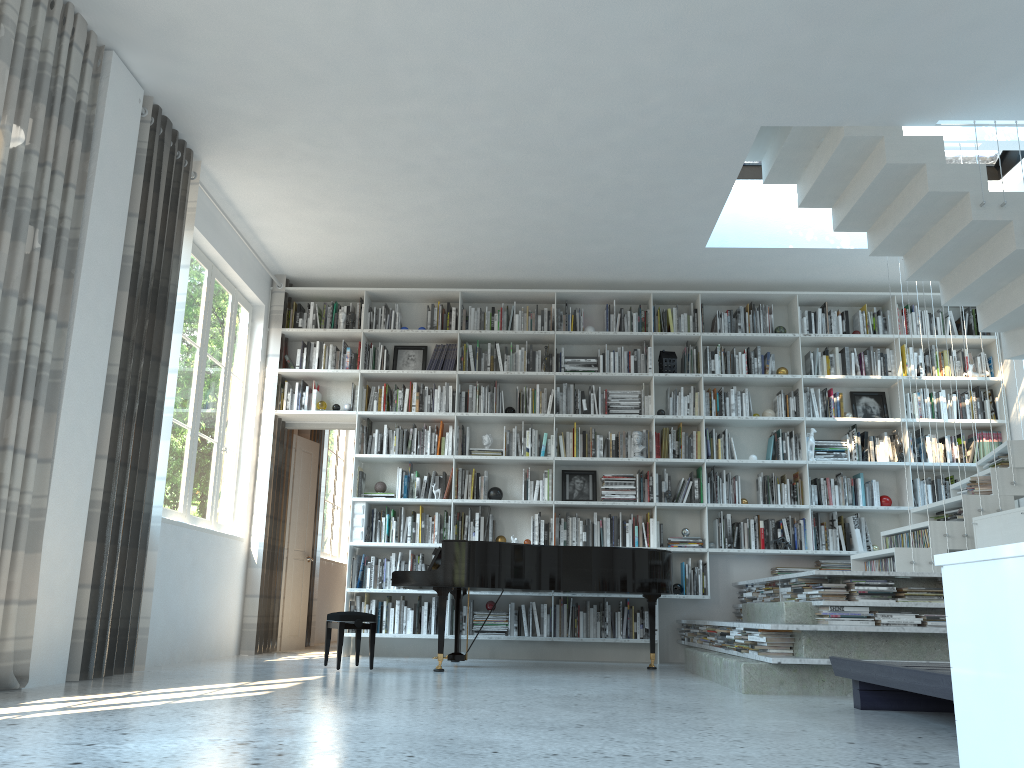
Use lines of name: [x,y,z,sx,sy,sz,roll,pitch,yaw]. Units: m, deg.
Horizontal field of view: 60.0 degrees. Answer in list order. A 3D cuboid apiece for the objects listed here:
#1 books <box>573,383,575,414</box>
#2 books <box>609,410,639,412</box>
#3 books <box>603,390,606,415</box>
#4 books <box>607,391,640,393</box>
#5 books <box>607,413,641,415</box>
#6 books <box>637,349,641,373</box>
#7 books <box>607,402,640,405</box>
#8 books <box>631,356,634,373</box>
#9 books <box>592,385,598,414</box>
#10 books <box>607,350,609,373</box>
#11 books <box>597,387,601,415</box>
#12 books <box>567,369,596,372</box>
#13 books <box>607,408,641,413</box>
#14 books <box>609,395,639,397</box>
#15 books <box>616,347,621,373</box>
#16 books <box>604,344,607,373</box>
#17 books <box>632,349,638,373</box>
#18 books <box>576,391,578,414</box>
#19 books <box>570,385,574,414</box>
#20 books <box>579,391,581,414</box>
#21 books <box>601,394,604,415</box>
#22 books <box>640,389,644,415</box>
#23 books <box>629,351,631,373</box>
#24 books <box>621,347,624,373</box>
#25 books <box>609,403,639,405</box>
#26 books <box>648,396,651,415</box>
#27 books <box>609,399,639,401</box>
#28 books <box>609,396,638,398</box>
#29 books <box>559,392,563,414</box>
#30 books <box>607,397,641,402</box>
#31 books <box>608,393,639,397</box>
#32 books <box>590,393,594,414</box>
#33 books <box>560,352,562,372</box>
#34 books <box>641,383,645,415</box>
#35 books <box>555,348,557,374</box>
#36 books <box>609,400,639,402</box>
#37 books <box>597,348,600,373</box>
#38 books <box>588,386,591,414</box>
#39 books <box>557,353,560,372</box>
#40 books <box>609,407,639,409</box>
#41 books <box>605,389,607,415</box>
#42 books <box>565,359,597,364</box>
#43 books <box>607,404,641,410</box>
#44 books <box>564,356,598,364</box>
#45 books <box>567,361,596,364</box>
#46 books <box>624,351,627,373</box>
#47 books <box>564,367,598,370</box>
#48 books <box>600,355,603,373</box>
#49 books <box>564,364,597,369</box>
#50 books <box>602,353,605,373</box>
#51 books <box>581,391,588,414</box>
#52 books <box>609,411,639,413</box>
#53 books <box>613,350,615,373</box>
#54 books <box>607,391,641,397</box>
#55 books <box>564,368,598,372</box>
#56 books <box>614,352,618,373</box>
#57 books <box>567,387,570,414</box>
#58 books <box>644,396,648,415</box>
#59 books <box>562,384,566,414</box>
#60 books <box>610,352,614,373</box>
books: [0.539,0.162,7.732,0.011,0.299,0.180,1,-14,2]
books: [0.969,0.249,7.706,0.254,0.012,0.161,1,-14,1]
books: [0.800,0.191,7.713,0.015,0.244,0.183,1,-14,2]
books: [0.972,0.083,7.745,0.285,0.012,0.160,0,-14,4]
books: [0.969,0.273,7.701,0.285,0.012,0.160,0,-14,3]
books: [1.109,-0.166,7.801,0.029,0.260,0.133,1,-14,2]
books: [0.970,0.178,7.719,0.285,0.012,0.160,0,-14,5]
books: [1.048,-0.135,7.780,0.029,0.188,0.176,1,-14,2]
books: [0.723,0.170,7.728,0.049,0.290,0.162,1,-14,2]
books: [0.837,-0.160,7.799,0.021,0.237,0.172,1,-14,2]
books: [0.758,0.177,7.711,0.021,0.268,0.192,1,-14,2]
books: [0.603,-0.099,7.798,0.254,0.012,0.161,1,-14,-1]
books: [0.969,0.237,7.705,0.285,0.012,0.160,1,-14,-1]
books: [0.971,0.118,7.736,0.254,0.012,0.161,0,-14,4]
books: [0.941,-0.171,7.820,0.029,0.273,0.141,1,-14,2]
books: [0.821,-0.186,7.790,0.011,0.283,0.190,1,-14,2]
books: [1.078,-0.164,7.785,0.032,0.247,0.174,1,-14,2]
books: [0.562,0.196,7.726,0.014,0.232,0.147,1,-14,2]
books: [0.520,0.166,7.740,0.029,0.294,0.151,1,-14,2]
books: [0.588,0.192,7.723,0.011,0.239,0.148,1,-14,2]
books: [0.780,0.207,7.719,0.024,0.215,0.132,1,-14,2]
books: [1.126,0.190,7.699,0.012,0.253,0.161,1,-14,2]
books: [1.028,-0.155,7.789,0.012,0.230,0.159,1,-14,2]
books: [0.966,-0.174,7.799,0.023,0.269,0.185,1,-14,2]
books: [0.970,0.191,7.720,0.254,0.012,0.161,0,-14,3]
books: [1.189,0.219,7.709,0.030,0.204,0.159,1,-14,2]
books: [0.971,0.155,7.727,0.254,0.012,0.161,0,-14,4]
books: [0.971,0.130,7.726,0.254,0.012,0.161,-1,-15,7]
books: [0.426,0.199,7.742,0.027,0.227,0.147,1,-14,2]
books: [0.971,0.144,7.732,0.285,0.012,0.160,1,-14,1]
books: [0.972,0.108,7.743,0.254,0.012,0.161,1,-14,2]
books: [0.695,0.205,7.718,0.024,0.216,0.148,1,-14,2]
books: [0.427,-0.154,7.816,0.013,0.217,0.141,1,-14,2]
books: [1.140,0.162,7.722,0.012,0.318,0.140,1,-14,2]
books: [0.388,-0.170,7.829,0.012,0.253,0.161,1,-14,2]
books: [0.970,0.166,7.722,0.254,0.012,0.161,1,-14,-1]
books: [0.761,-0.169,7.804,0.012,0.253,0.161,1,-14,2]
books: [0.672,0.173,7.733,0.022,0.284,0.131,1,-14,2]
books: [0.407,-0.149,7.802,0.027,0.201,0.168,1,-14,2]
books: [0.970,0.225,7.710,0.254,0.012,0.161,0,-14,4]
books: [0.813,0.187,7.701,0.013,0.246,0.177,1,-14,2]
books: [0.607,-0.186,7.822,0.285,0.024,0.160,0,-14,4]
books: [0.970,0.203,7.718,0.285,0.012,0.160,0,-14,3]
books: [0.607,-0.209,7.832,0.285,0.024,0.160,1,-14,2]
books: [0.606,-0.164,7.812,0.254,0.025,0.161,2,-14,-2]
books: [0.988,-0.153,7.784,0.023,0.222,0.191,1,-14,2]
books: [0.604,-0.122,7.806,0.285,0.012,0.160,1,-14,0]
books: [0.779,-0.137,7.791,0.025,0.187,0.194,1,-14,2]
books: [0.606,-0.141,7.803,0.285,0.024,0.160,-1,-15,7]
books: [0.804,-0.147,7.823,0.024,0.223,0.129,1,-14,2]
books: [0.627,0.193,7.716,0.066,0.236,0.154,1,-14,2]
books: [0.969,0.262,7.705,0.254,0.012,0.161,1,-14,2]
books: [0.892,-0.160,7.808,0.012,0.244,0.132,1,-14,2]
books: [0.972,0.093,7.735,0.285,0.012,0.160,2,-14,-3]
books: [0.604,-0.111,7.801,0.285,0.012,0.160,1,-14,-1]
books: [0.911,-0.150,7.795,0.028,0.218,0.184,1,-14,2]
books: [0.492,0.176,7.720,0.025,0.265,0.185,1,-14,2]
books: [1.159,0.220,7.704,0.029,0.198,0.172,1,-14,2]
books: [0.453,0.162,7.732,0.026,0.296,0.179,1,-14,2]
books: [0.872,-0.150,7.794,0.027,0.216,0.190,1,-14,2]
